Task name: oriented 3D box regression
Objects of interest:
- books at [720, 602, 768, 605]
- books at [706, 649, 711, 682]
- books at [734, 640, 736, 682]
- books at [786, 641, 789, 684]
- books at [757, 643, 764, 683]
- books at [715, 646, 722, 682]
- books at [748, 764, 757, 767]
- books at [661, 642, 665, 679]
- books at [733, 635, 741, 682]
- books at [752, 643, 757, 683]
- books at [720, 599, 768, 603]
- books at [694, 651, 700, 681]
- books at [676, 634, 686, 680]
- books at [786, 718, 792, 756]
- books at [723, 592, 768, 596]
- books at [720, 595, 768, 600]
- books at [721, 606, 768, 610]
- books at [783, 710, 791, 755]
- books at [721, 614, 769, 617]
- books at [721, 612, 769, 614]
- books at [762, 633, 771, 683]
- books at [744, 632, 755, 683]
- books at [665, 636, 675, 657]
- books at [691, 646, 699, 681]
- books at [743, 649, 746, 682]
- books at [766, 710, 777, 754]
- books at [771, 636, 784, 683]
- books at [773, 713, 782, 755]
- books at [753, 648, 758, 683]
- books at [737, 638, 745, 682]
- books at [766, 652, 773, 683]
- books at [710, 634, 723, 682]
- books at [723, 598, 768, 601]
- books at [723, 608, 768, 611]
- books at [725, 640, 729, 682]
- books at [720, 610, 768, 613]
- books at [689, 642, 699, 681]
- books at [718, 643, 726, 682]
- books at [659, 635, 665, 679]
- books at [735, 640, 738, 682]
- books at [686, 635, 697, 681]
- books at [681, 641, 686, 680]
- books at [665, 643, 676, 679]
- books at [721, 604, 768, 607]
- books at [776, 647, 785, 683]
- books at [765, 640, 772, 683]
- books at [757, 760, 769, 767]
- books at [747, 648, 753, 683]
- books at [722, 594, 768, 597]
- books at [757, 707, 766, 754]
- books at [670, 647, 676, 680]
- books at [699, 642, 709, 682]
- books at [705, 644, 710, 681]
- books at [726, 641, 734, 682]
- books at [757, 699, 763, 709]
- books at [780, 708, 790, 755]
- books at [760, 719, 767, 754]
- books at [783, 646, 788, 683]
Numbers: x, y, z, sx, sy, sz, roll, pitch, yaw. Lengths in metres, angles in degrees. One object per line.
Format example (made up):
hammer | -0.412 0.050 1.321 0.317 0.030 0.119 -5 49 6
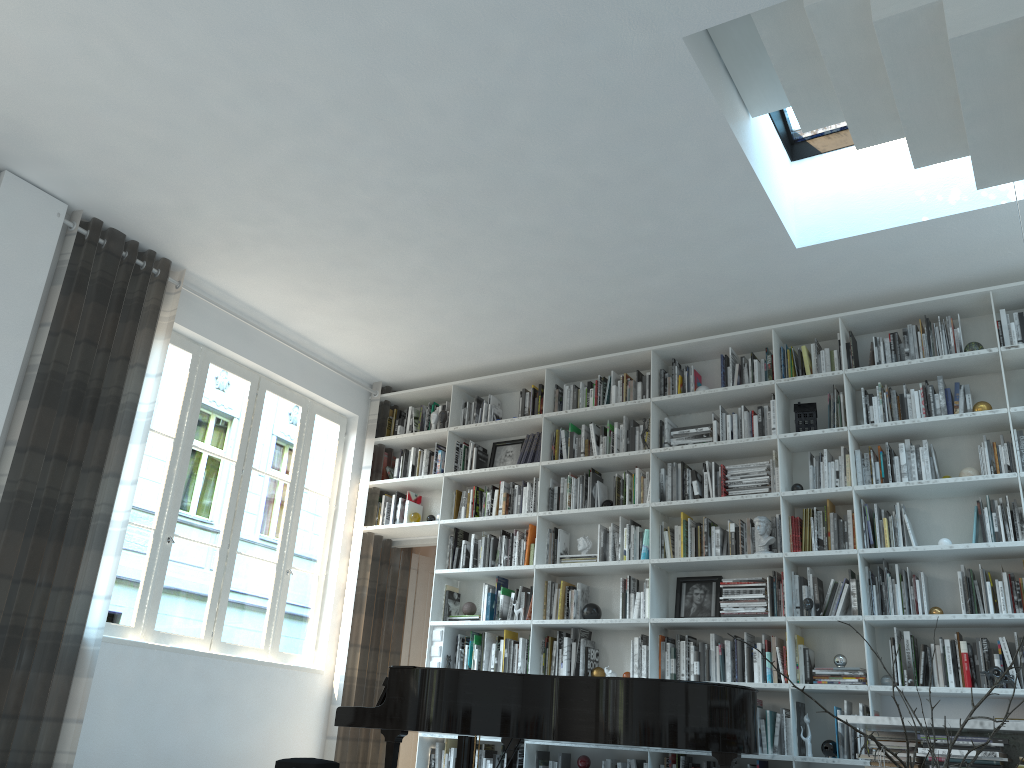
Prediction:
books | 1.439 1.354 5.420 0.285 0.012 0.160 -11 -26 32
books | 1.215 1.722 5.381 0.023 0.195 0.165 -9 -25 30
books | 1.367 1.680 5.326 0.011 0.250 0.159 -9 -25 30
books | 1.637 1.626 5.142 0.033 0.245 0.177 -9 -25 30
books | 1.486 1.660 5.236 0.023 0.233 0.175 -9 -25 30
books | 1.271 1.711 5.378 0.025 0.219 0.140 -9 -25 30
books | 1.370 2.311 5.017 0.011 0.291 0.184 -9 -25 30
books | 0.975 1.749 5.551 0.029 0.243 0.154 -9 -25 30
books | 1.361 1.668 5.344 0.014 0.285 0.135 -9 -25 30
books | 1.457 1.670 5.266 0.014 0.234 0.154 -9 -25 30
books | 1.436 1.341 5.419 0.285 0.012 0.160 -12 -27 34
books | 1.154 1.736 5.409 0.029 0.183 0.175 -9 -25 30
books | 1.059 1.718 5.524 0.027 0.289 0.141 -9 -25 30
books | 1.574 1.984 4.978 0.027 0.195 0.147 -9 -25 30
books | 1.442 1.298 5.440 0.254 0.012 0.161 -8 -25 27
books | 1.438 1.318 5.427 0.285 0.012 0.160 -12 -27 34
books | 1.440 1.378 5.415 0.285 0.012 0.160 -10 -26 30
books | 1.558 1.966 4.993 0.010 0.237 0.168 -9 -25 30
books | 1.431 1.417 5.388 0.285 0.012 0.160 -7 -25 25
books | 1.436 1.410 5.400 0.285 0.012 0.160 -9 -26 29
books | 1.510 1.634 5.246 0.014 0.292 0.138 -9 -25 30
books | 1.422 1.644 5.289 0.012 0.295 0.178 -9 -25 30
books | 0.989 1.729 5.541 0.011 0.274 0.146 -9 -25 30
books | 1.136 1.725 5.432 0.023 0.216 0.175 -9 -25 30
books | 1.410 1.694 5.288 0.021 0.202 0.128 -9 -25 30
books | 1.478 1.982 5.038 0.024 0.231 0.146 -9 -25 30
books | 1.565 1.633 5.205 0.026 0.271 0.175 -9 -25 30
books | 1.521 1.989 5.031 0.053 0.219 0.132 -9 -25 30
books | 1.465 1.677 5.242 0.023 0.203 0.168 -9 -25 30
books | 1.384 1.663 5.300 0.028 0.263 0.162 -9 -25 30
books | 1.526 1.675 5.197 0.023 0.182 0.169 -9 -25 30
books | 1.246 1.679 5.397 0.026 0.290 0.152 -9 -25 30
books | 1.437 1.330 5.423 0.254 0.012 0.161 -7 -25 25
books | 1.433 1.384 5.402 0.254 0.012 0.161 -7 -25 25
books | 1.322 1.690 5.363 0.025 0.253 0.136 -9 -25 30
books | 1.432 1.395 5.397 0.285 0.012 0.160 -12 -27 34
books | 1.129 1.724 5.465 0.021 0.243 0.142 -9 -25 30
books | 1.290 1.697 5.362 0.031 0.236 0.159 -9 -25 30
books | 0.960 1.734 5.571 0.012 0.284 0.160 -9 -25 30
books | 1.371 1.670 5.315 0.010 0.260 0.182 -9 -25 30
books | 1.106 1.703 5.466 0.013 0.281 0.167 -9 -25 30
books | 1.090 1.724 5.472 0.027 0.244 0.180 -9 -25 30
books | 0.999 1.741 5.516 0.027 0.233 0.168 -9 -25 30
books | 1.439 1.366 5.417 0.285 0.012 0.160 -10 -26 31
books | 1.587 1.652 5.168 0.042 0.211 0.169 -9 -25 30
books | 1.525 1.652 5.238 0.014 0.255 0.145 -9 -25 30
books | 1.416 2.289 4.989 0.013 0.315 0.187 -9 -25 30
books | 1.434 1.682 5.262 0.024 0.206 0.183 -9 -25 30
books | 1.441 1.309 5.436 0.254 0.012 0.161 -11 -27 32
books | 1.421 1.980 5.059 0.022 0.243 0.180 -9 -25 30
books | 1.026 1.754 5.508 0.024 0.207 0.170 -9 -25 30
books | 1.184 1.709 5.410 0.029 0.237 0.166 -9 -25 30
books | 1.207 1.713 5.406 0.013 0.229 0.139 -9 -25 30
books | 1.330 1.681 5.328 0.026 0.244 0.192 -9 -25 30
books | 1.409 1.962 5.080 0.015 0.292 0.170 -9 -25 30
books | 1.548 1.966 5.009 0.022 0.248 0.130 -9 -25 30
books | 1.453 2.011 5.048 0.036 0.182 0.146 -9 -25 30
books | 1.610 1.646 5.157 0.011 0.215 0.166 -9 -25 30
